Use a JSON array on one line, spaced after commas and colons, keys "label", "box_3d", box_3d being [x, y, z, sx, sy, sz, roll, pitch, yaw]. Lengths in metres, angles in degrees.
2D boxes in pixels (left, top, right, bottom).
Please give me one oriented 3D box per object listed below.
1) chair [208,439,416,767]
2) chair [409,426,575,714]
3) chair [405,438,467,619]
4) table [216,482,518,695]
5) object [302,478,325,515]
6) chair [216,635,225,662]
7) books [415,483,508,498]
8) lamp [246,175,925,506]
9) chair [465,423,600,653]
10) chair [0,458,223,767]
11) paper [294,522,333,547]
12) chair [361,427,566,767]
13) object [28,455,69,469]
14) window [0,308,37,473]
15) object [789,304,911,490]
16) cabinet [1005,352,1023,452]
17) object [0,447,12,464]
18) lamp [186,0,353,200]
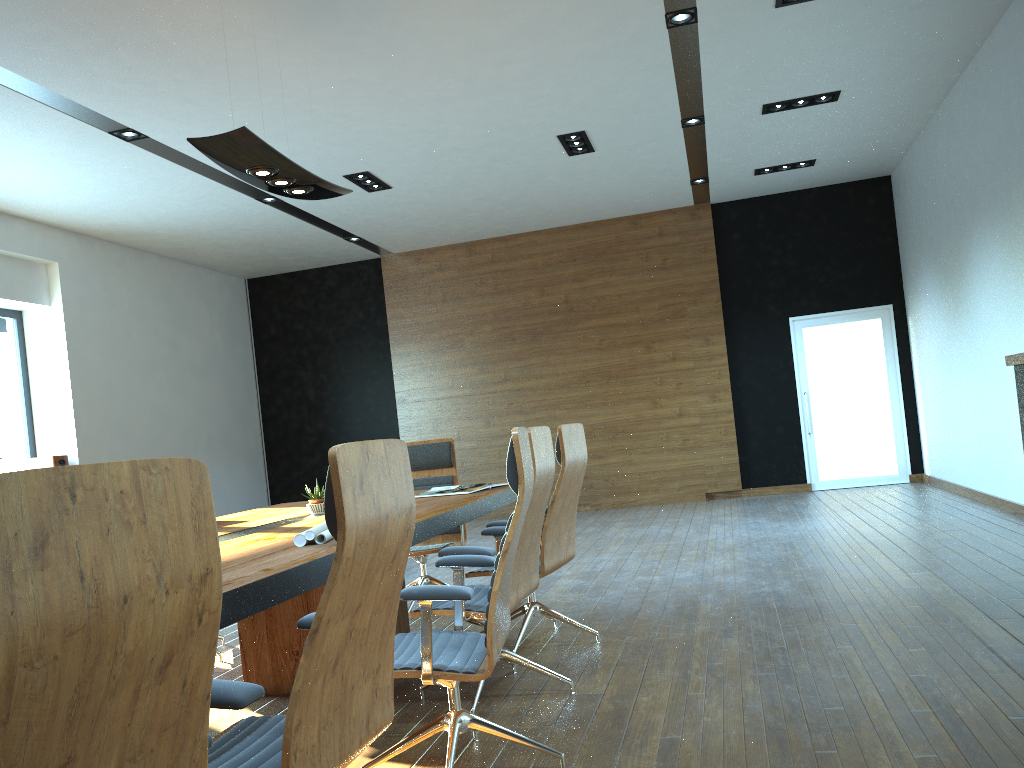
[{"label": "chair", "box_3d": [-0.557, 0.723, 2.059, 0.697, 1.127, 0.706, -6, -1, 14]}, {"label": "chair", "box_3d": [-0.129, 0.774, 3.791, 0.697, 1.127, 0.706, -6, -1, 14]}, {"label": "chair", "box_3d": [-0.626, 0.950, 5.974, 0.707, 1.127, 0.696, -7, -1, 16]}, {"label": "table", "box_3d": [-1.312, 1.028, 3.169, 1.787, 0.796, 5.542, -7, -3, 13]}, {"label": "object", "box_3d": [-1.010, 0.587, 4.642, 0.177, 0.187, 0.153, -6, -2, -12]}, {"label": "chair", "box_3d": [-1.994, 1.052, 5.166, 0.697, 1.127, 0.705, -7, -1, 28]}, {"label": "books", "box_3d": [-0.300, 0.613, 5.213, 0.390, 0.033, 0.544, -8, -4, 25]}, {"label": "lamp", "box_3d": [-0.366, -0.204, 9.292, 9.402, 3.705, 16.685, -7, -3, 13]}, {"label": "chair", "box_3d": [0.070, 0.800, 4.636, 0.697, 1.127, 0.706, -7, -1, 20]}, {"label": "chair", "box_3d": [-0.752, 0.697, 1.216, 0.697, 1.127, 0.705, -7, -1, 21]}, {"label": "paper", "box_3d": [-1.383, 0.571, 2.760, 2.237, 0.083, 0.630, -4, -4, -36]}, {"label": "chair", "box_3d": [-0.223, 0.736, 2.924, 0.696, 1.127, 0.706, -6, -1, 5]}, {"label": "object", "box_3d": [-4.675, 0.893, 8.959, 0.314, 0.321, 0.211, -7, -1, 13]}, {"label": "window", "box_3d": [-5.417, 0.117, 7.518, 0.053, 1.859, 3.464, -6, -3, 13]}, {"label": "object", "box_3d": [4.140, 0.186, 10.887, 1.199, 2.159, 0.200, -6, -1, 14]}, {"label": "cabinet", "box_3d": [2.785, 0.385, 3.479, 0.768, 1.232, 2.348, -6, -3, 13]}, {"label": "object", "box_3d": [-4.851, 0.703, 7.916, 0.474, 0.620, 0.515, -7, -2, 29]}, {"label": "lamp", "box_3d": [-1.260, -1.634, 4.596, 0.340, 1.198, 1.197, -6, -2, 13]}]
